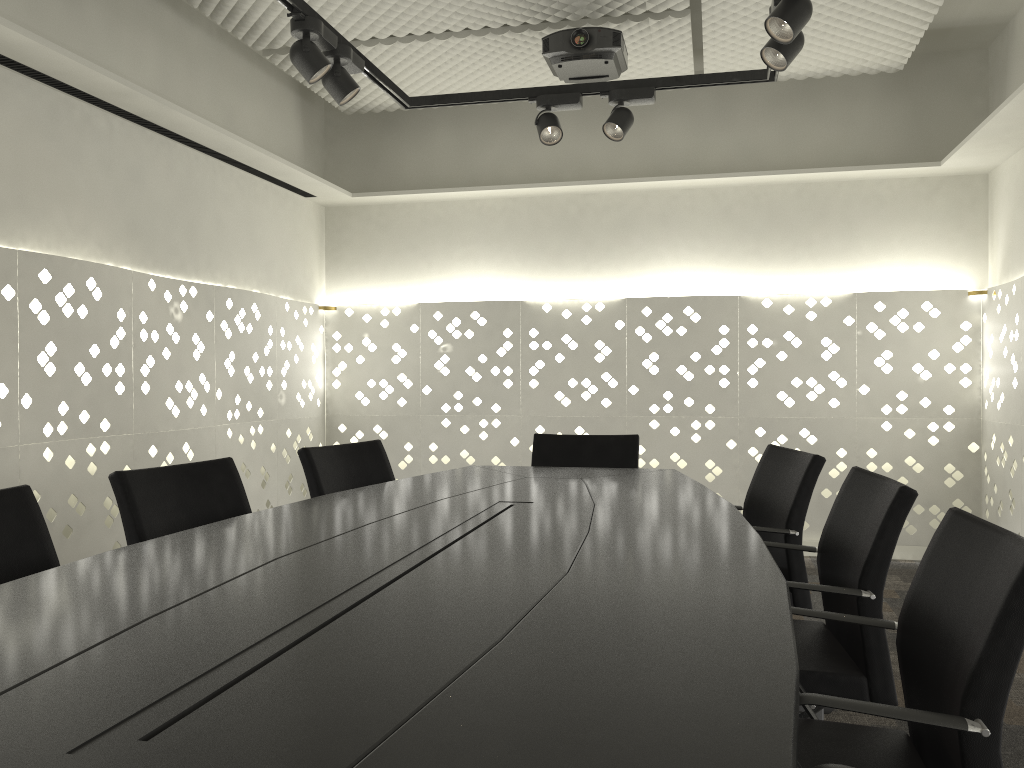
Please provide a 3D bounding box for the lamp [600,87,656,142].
[{"bbox_3d":[0.444,-1.038,3.377,0.214,0.224,0.118,0,0,2],"label":"lamp"}]

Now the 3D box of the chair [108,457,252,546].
[{"bbox_3d":[-0.683,0.586,2.259,0.579,0.757,0.559,0,1,27],"label":"chair"}]

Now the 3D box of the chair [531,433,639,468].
[{"bbox_3d":[0.259,0.574,3.256,0.559,0.757,0.579,0,0,17],"label":"chair"}]

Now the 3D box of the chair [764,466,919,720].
[{"bbox_3d":[0.618,0.582,1.995,0.579,0.757,0.559,0,0,12],"label":"chair"}]

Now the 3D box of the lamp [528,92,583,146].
[{"bbox_3d":[0.164,-1.037,3.431,0.213,0.224,0.126,0,0,16],"label":"lamp"}]

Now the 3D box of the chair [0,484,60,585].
[{"bbox_3d":[-0.870,0.591,1.649,0.579,0.757,0.559,0,0,17],"label":"chair"}]

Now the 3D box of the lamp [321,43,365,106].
[{"bbox_3d":[-0.557,-1.030,2.942,0.126,0.224,0.213,0,0,16],"label":"lamp"}]

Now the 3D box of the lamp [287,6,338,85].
[{"bbox_3d":[-0.607,-1.028,2.724,0.126,0.224,0.213,0,0,16],"label":"lamp"}]

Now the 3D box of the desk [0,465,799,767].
[{"bbox_3d":[-0.162,0.640,1.525,1.223,0.658,3.364,0,0,13],"label":"desk"}]

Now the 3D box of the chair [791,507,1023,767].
[{"bbox_3d":[0.505,0.588,1.334,0.579,0.757,0.559,0,0,17],"label":"chair"}]

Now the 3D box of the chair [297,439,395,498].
[{"bbox_3d":[-0.388,0.579,2.935,0.579,0.757,0.559,0,1,32],"label":"chair"}]

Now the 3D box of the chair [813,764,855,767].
[{"bbox_3d":[0.320,0.594,0.684,0.579,0.757,0.559,0,1,27],"label":"chair"}]

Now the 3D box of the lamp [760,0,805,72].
[{"bbox_3d":[0.788,-1.033,2.584,0.126,0.224,0.213,0,0,16],"label":"lamp"}]

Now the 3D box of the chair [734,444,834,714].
[{"bbox_3d":[0.654,0.576,2.679,0.579,0.757,0.559,0,0,2],"label":"chair"}]

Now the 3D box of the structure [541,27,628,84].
[{"bbox_3d":[0.312,-1.378,3.728,0.327,0.144,0.371,0,0,13],"label":"structure"}]

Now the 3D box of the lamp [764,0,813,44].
[{"bbox_3d":[0.738,-1.031,2.366,0.126,0.224,0.213,0,0,16],"label":"lamp"}]
